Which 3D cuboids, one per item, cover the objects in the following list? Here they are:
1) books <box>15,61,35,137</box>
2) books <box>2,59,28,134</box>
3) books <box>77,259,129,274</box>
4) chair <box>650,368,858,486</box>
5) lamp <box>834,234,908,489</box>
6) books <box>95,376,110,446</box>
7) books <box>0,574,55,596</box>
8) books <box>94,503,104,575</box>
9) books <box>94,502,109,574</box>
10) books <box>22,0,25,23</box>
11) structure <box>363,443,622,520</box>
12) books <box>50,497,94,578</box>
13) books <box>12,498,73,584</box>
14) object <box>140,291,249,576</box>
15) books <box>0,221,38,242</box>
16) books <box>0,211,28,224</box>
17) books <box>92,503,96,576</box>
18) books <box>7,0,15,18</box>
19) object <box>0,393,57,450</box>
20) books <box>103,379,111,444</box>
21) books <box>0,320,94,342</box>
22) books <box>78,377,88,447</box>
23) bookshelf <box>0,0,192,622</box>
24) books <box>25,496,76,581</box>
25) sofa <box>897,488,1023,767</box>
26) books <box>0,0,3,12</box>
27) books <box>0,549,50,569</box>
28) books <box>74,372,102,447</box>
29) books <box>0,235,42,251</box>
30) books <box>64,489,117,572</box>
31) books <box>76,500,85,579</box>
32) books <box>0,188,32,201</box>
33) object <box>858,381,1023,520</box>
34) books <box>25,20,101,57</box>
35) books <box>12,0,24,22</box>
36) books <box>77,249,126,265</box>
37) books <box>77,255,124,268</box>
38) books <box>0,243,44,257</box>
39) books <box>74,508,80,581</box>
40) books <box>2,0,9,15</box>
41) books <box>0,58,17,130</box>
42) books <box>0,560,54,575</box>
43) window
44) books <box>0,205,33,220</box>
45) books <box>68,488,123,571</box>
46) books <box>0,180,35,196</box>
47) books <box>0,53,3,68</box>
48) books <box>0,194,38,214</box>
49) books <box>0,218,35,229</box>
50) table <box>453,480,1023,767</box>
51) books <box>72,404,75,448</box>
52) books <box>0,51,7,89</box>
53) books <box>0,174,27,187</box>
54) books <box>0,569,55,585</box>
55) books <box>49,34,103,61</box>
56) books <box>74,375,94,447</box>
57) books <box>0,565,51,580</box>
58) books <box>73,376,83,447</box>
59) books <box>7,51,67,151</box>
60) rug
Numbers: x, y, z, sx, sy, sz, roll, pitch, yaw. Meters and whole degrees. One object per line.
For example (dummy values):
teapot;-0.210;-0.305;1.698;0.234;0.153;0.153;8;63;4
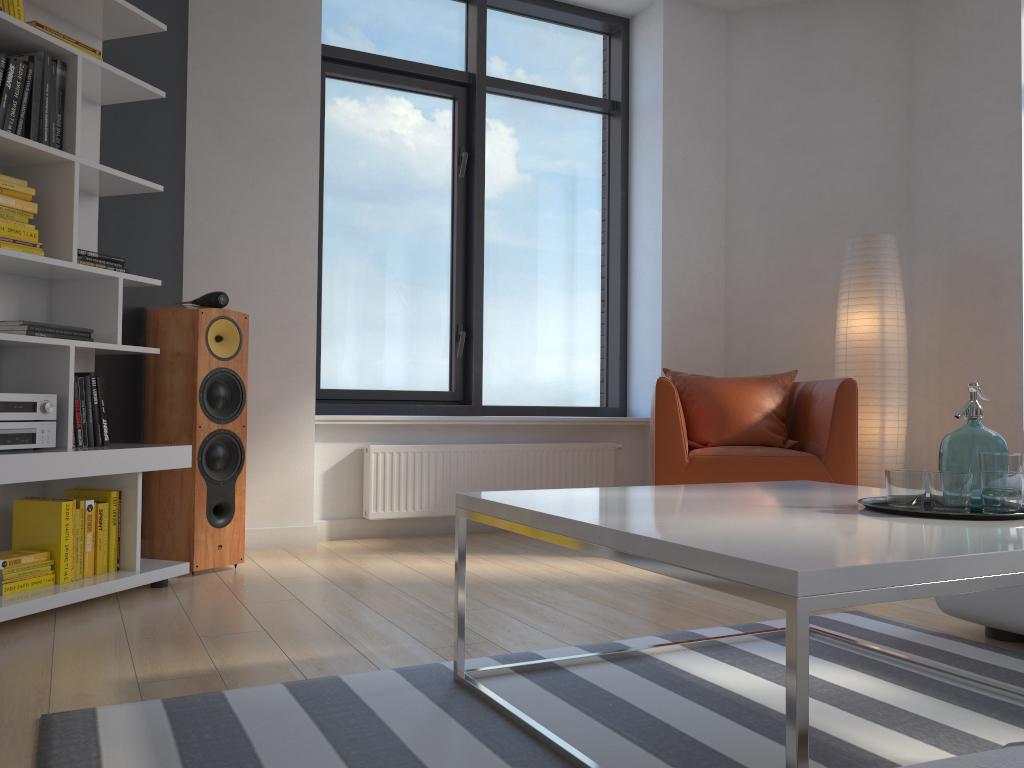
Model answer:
books;-1.599;-0.877;2.776;0.197;0.260;0.066;0;-2;19
books;-1.609;-0.873;2.743;0.191;0.249;0.084;0;-2;19
books;-1.470;-0.401;3.073;0.161;0.023;0.213;0;-2;22
chair;1.105;0.344;4.281;0.896;0.858;0.843;0;-2;6
lamp;2.032;0.014;4.437;0.804;1.550;0.502;0;-2;24
books;-1.484;0.094;3.069;0.177;0.242;0.066;0;-2;18
books;-1.529;0.607;2.707;0.147;0.033;0.190;0;-2;19
books;-1.446;0.514;2.968;0.172;0.234;0.024;0;-2;19
books;-1.441;0.515;2.994;0.172;0.234;0.024;0;-2;19
books;-1.573;-1.191;2.745;0.142;0.184;0.044;0;-2;19
structure;-0.056;0.542;4.626;1.474;0.460;0.110;1;-2;-26
books;-1.465;0.504;2.918;0.185;0.250;0.035;0;-2;19
books;-1.498;0.499;2.827;0.198;0.255;0.044;0;-2;19
object;-1.293;0.184;3.528;0.434;1.088;0.290;0;-2;34
books;-1.640;-0.473;2.744;0.189;0.042;0.243;0;-2;19
books;-1.637;-0.519;2.732;0.145;0.023;0.217;0;-2;23
books;-1.457;0.511;2.946;0.169;0.239;0.023;0;-2;19
books;-1.567;-1.180;2.693;0.108;0.161;0.046;0;-2;17
object;-1.608;0.116;2.720;0.270;0.174;0.285;0;-2;19
books;-1.504;0.099;3.111;0.179;0.233;0.077;0;-2;19
books;-1.577;-0.167;2.899;0.250;0.047;0.310;0;-2;14
books;-1.514;0.095;2.993;0.170;0.236;0.049;0;-2;19
bookshelf;-1.843;-0.350;1.868;0.455;2.052;3.000;0;-2;19
books;-1.490;0.498;2.857;0.199;0.263;0.015;0;-2;19
sofa;1.396;0.328;1.259;3.424;0.732;2.614;1;-2;-26
books;-1.596;-1.191;2.663;0.132;0.180;0.054;0;-2;19
books;-1.541;0.535;2.711;0.138;0.026;0.186;0;-2;19
books;-1.501;0.087;3.043;0.193;0.255;0.066;0;-2;18
books;-1.636;-0.440;2.740;0.203;0.024;0.257;0;-2;22
books;-1.437;0.498;3.024;0.204;0.270;0.029;0;-2;19
books;-1.475;0.503;2.893;0.180;0.251;0.019;0;-2;19
books;-1.648;-0.593;2.755;0.160;0.022;0.227;0;-2;34
object;0.878;0.124;1.798;0.330;0.265;0.330;1;-2;-2
books;-1.547;-1.132;2.953;0.203;0.024;0.257;0;-2;22
books;-1.573;-1.191;2.721;0.141;0.184;0.064;0;-2;19
books;-1.486;-0.439;3.081;0.161;0.023;0.213;0;-2;22
books;-1.473;-0.420;3.073;0.142;0.015;0.198;0;-2;17
books;-1.627;-0.414;2.740;0.194;0.028;0.257;0;-2;24
books;-1.465;0.515;2.867;0.156;0.229;0.024;0;-2;18
books;-1.583;-1.190;2.680;0.128;0.178;0.044;0;-2;18
books;-1.611;-0.871;2.703;0.179;0.243;0.071;0;-2;18
books;-1.528;0.555;2.710;0.134;0.014;0.187;0;-2;19
window;-0.214;-1.022;4.952;1.960;2.402;0.170;1;-2;-26
books;-1.650;-0.539;2.750;0.171;0.019;0.239;0;-2;19
books;-1.437;0.499;3.052;0.213;0.270;0.025;0;-2;19
books;-1.642;-0.615;2.762;0.163;0.023;0.223;0;-2;23
books;-1.614;-0.870;2.653;0.172;0.242;0.069;0;-2;19
books;-1.644;-0.564;2.759;0.176;0.033;0.239;0;-2;22
books;-1.653;-0.501;2.747;0.189;0.014;0.251;0;-2;22
table;0.597;0.472;1.822;1.091;0.435;1.091;1;-2;-26
books;-1.542;0.077;2.944;0.202;0.268;0.053;0;-2;18
books;-1.631;-0.877;2.683;0.192;0.254;0.075;0;-2;18
books;-1.666;-0.639;2.761;0.163;0.023;0.223;0;-2;23
books;-1.533;0.584;2.710;0.148;0.011;0.196;0;-2;19
books;-1.538;-1.106;2.952;0.194;0.028;0.257;0;-2;24
books;-1.500;0.092;3.012;0.169;0.242;0.050;0;-2;18
books;-1.516;0.570;2.699;0.113;0.018;0.169;0;-2;20
books;-1.528;0.093;2.973;0.189;0.240;0.053;0;-2;19
books;-1.595;-0.899;2.877;0.259;0.321;0.128;0;-2;19
rug;0.439;0.686;1.603;2.326;0.016;1.662;1;-2;-27
